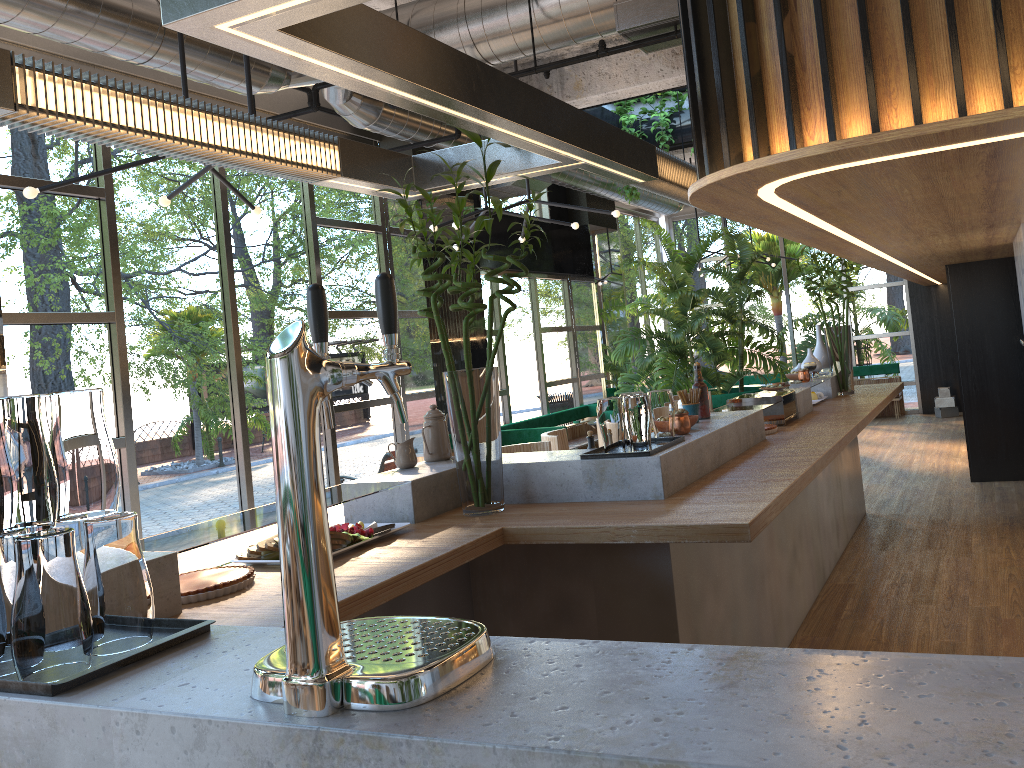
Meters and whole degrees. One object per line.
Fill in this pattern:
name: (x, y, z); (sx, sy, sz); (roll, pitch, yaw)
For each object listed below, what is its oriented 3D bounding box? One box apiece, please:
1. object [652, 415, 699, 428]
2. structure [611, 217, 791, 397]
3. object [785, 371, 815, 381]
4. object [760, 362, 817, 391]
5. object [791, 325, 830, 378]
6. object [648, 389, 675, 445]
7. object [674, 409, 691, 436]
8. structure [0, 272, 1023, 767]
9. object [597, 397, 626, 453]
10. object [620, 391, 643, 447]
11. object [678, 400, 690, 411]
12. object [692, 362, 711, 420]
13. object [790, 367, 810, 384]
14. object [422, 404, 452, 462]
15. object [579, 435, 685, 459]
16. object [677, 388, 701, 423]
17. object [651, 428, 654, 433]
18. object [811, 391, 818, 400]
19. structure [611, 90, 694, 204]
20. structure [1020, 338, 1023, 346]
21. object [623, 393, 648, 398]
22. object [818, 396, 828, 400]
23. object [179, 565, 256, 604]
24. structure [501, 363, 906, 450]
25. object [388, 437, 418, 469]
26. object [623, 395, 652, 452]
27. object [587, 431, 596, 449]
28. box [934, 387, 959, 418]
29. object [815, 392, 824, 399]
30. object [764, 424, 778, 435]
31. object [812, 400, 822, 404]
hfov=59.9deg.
object: (0.723, 0.166, 3.928); (0.237, 0.073, 0.184); (-7, 2, -43)
structure: (2.607, -0.716, 12.320); (2.385, 3.439, 2.720); (-6, -1, 12)
object: (2.153, -0.067, 6.612); (0.237, 0.073, 0.184); (-7, 2, -43)
object: (1.866, -0.050, 6.030); (0.201, 0.134, 0.839); (-6, 2, 34)
object: (2.314, -0.251, 6.812); (0.325, 0.398, 0.311); (-6, -1, -15)
object: (0.584, 0.129, 3.449); (0.109, 0.209, 0.102); (-5, -1, -19)
object: (0.672, 0.161, 3.714); (0.158, 0.107, 0.087); (-6, 0, -19)
structure: (2.402, 0.371, 3.738); (5.618, 1.731, 7.407); (-5, 2, 27)
object: (0.372, 0.157, 3.277); (0.109, 0.209, 0.102); (-5, -1, -19)
object: (0.481, 0.139, 3.489); (0.109, 0.209, 0.102); (-5, -1, -19)
object: (0.917, 0.195, 4.674); (0.078, 0.232, 0.071); (-5, -2, -31)
object: (0.915, 0.032, 4.322); (0.078, 0.277, 0.071); (-5, -2, -27)
object: (2.024, -0.059, 6.249); (0.158, 0.107, 0.087); (-6, 0, -19)
object: (-0.320, 0.202, 3.723); (0.119, 0.234, 0.212); (-6, 0, -3)
object: (0.464, 0.240, 3.364); (0.262, 0.019, 0.455); (-5, 2, 27)
object: (0.835, 0.103, 4.168); (0.107, 0.162, 0.103); (-5, -1, -29)
object: (0.760, 0.247, 4.497); (0.107, 0.172, 0.142); (-6, -1, 21)
object: (2.141, 0.090, 6.408); (0.130, 0.068, 0.138); (-5, 1, 27)
structure: (2.212, -3.066, 10.822); (1.481, 1.517, 2.068); (-6, 0, -34)
structure: (4.606, 0.089, 7.407); (0.528, 1.595, 0.871); (-7, -2, 27)
object: (0.476, 0.143, 3.353); (0.110, 0.209, 0.101); (-5, -2, -29)
object: (2.145, 0.117, 6.419); (0.235, 0.017, 0.253); (-5, 2, 25)
object: (-0.861, 0.550, 2.436); (0.314, 0.037, 0.284); (-7, 2, -37)
structure: (0.759, 0.581, 5.510); (5.800, 1.550, 20.905); (-5, 2, 28)
object: (-0.429, 0.276, 3.546); (0.095, 0.119, 0.091); (-6, -1, 35)
object: (0.460, 0.149, 3.224); (0.109, 0.209, 0.102); (-5, -1, -19)
object: (0.367, 0.293, 3.651); (0.172, 0.215, 0.067); (-5, -2, -39)
box: (6.580, 0.275, 13.474); (0.323, 0.442, 0.287); (-6, -1, 15)
object: (2.205, 0.086, 6.471); (0.138, 0.057, 0.069); (-5, 1, 45)
object: (1.287, 0.251, 4.802); (0.314, 0.037, 0.284); (-7, 2, -35)
object: (2.015, 0.138, 6.182); (0.234, 0.017, 0.253); (-5, 2, 28)
